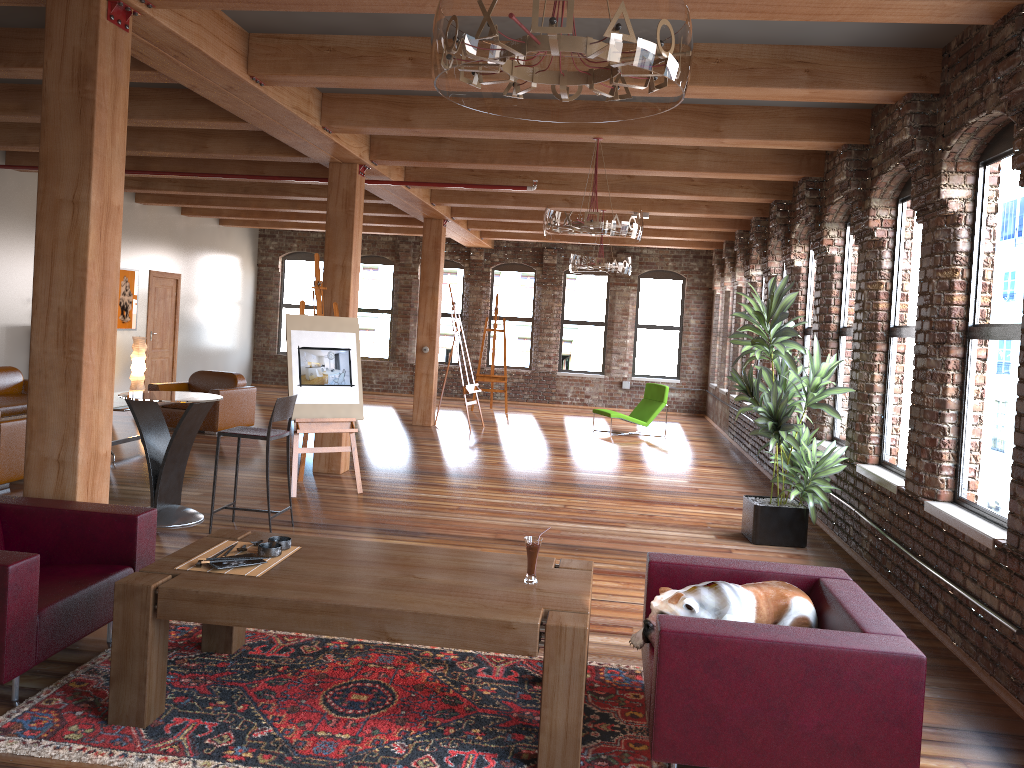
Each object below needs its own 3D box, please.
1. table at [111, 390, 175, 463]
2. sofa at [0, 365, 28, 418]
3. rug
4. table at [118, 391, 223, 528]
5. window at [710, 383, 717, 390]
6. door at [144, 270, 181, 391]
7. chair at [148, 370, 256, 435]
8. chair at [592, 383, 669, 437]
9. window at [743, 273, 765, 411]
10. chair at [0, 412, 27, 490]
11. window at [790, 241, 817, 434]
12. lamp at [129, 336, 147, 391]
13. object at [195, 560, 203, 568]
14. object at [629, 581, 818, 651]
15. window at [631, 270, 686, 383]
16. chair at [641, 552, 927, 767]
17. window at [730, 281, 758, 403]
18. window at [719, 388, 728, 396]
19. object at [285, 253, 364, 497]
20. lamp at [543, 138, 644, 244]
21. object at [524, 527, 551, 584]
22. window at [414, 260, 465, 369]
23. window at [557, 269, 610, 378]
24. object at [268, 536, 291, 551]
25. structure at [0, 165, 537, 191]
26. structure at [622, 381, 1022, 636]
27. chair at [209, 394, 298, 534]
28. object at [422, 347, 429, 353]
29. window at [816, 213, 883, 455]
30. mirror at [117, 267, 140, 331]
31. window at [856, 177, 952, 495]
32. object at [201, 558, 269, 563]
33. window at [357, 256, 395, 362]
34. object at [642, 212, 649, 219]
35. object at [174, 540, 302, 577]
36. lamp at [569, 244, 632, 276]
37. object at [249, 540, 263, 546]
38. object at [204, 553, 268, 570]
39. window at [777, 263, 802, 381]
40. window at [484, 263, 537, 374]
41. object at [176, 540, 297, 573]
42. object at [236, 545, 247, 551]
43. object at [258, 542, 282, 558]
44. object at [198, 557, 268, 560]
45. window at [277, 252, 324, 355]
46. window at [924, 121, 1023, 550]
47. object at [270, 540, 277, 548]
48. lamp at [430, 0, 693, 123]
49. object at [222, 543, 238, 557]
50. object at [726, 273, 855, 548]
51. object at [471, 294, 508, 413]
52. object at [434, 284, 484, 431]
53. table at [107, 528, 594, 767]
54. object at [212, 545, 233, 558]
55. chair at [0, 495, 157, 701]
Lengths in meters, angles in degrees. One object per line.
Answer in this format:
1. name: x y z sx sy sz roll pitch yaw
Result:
1. table: -4.077 0.435 9.440 0.940 0.559 1.873 4 4 6
2. sofa: -5.839 0.225 9.740 0.951 0.734 2.416 4 4 6
3. rug: -0.631 1.305 3.630 2.463 0.009 1.345 4 4 7
4. table: -2.534 0.546 6.535 0.723 0.923 0.721 5 3 31
5. window: 3.900 -1.023 16.427 0.232 2.213 0.969 3 2 6
6. door: -5.883 -0.807 14.745 0.226 2.118 1.031 3 2 6
7. chair: -4.021 0.213 11.512 1.065 0.734 0.831 4 3 16
8. chair: 1.820 0.379 13.696 0.955 0.795 0.682 2 2 -19
9. window: 3.397 -0.758 12.030 0.230 2.213 0.969 3 2 6
10. chair: -4.603 0.442 7.595 1.064 0.734 0.831 4 3 6
11. window: 3.066 -0.582 9.115 0.232 2.213 0.969 3 2 6
12. lamp: -5.429 -0.148 12.889 0.270 1.113 0.261 2 2 -39
13. object: -1.240 0.716 3.510 0.018 0.021 0.059 3 4 -7
14. object: 0.856 0.925 3.522 0.754 0.296 0.365 2 3 -22
15. window: 2.927 -1.160 17.652 0.969 2.216 0.219 4 1 6
16. chair: 0.961 1.113 3.449 0.866 0.592 1.072 4 3 6
17. window: 3.565 -0.845 13.484 0.233 2.213 0.969 3 2 6
18. window: 3.731 -0.933 14.943 0.231 2.213 0.969 3 2 6
19. object: -1.720 -0.121 8.015 0.701 2.138 0.686 2 2 -34
20. lamp: 0.670 -1.576 7.150 0.808 0.814 0.811 1 3 -41
21. object: 0.090 0.687 3.568 0.095 0.232 0.075 5 2 39
22. window: -1.461 -1.446 18.148 0.969 2.225 0.221 4 1 6
23. window: 1.452 -1.258 17.819 0.969 2.216 0.219 4 1 6
24. object: -1.011 0.695 3.854 0.099 0.043 0.099 6 4 32
25. structure: -3.108 -2.321 9.752 6.810 0.112 0.051 4 2 6
26. structure: 3.038 0.606 10.811 1.633 0.313 13.732 3 4 -1
27. chair: -1.842 0.562 6.366 0.467 0.981 0.430 4 2 6
28. object: -1.282 -0.507 13.125 0.095 0.095 0.061 4 2 6
29. window: 2.901 -0.493 7.656 0.235 2.213 0.969 3 2 6
30. mirror: -5.906 -1.291 13.530 0.025 0.951 0.695 3 2 6
31. window: 2.734 -0.405 6.199 0.235 2.213 0.969 3 2 6
32. object: -1.110 0.709 3.568 0.270 0.008 0.007 1 3 -28
33. window: -2.910 -1.576 18.379 0.969 2.167 0.086 4 1 6
34. object: 1.695 -2.184 11.442 0.145 0.072 0.147 4 3 6
35. object: -1.126 0.722 3.690 0.352 0.001 0.470 4 4 6
36. lamp: 1.163 -1.837 11.470 0.811 0.814 0.809 6 3 42
37. object: -1.120 0.698 3.881 0.059 0.021 0.018 0 4 -42
38. object: -1.117 0.720 3.573 0.213 0.018 0.154 0 5 -38
39. window: 3.234 -0.669 10.572 0.236 2.213 0.969 3 2 6
40. window: -0.008 -1.350 17.983 0.969 2.225 0.221 4 1 6
41. object: -1.127 0.722 3.691 0.332 0.003 0.471 4 4 6
42. object: -1.149 0.697 3.793 0.045 0.030 0.153 3 4 -9
43. object: -1.021 0.702 3.736 0.099 0.043 0.099 7 5 44
44. object: -1.129 0.706 3.589 0.270 0.008 0.007 2 3 -19
45. window: -4.390 -1.674 18.547 0.969 2.167 0.086 4 1 6
46. window: 2.568 -0.318 4.743 0.235 2.213 0.969 3 2 6
47. object: -1.005 0.678 3.710 0.045 0.079 0.138 2 3 -28
48. lamp: 0.169 -1.311 2.753 0.809 0.814 0.811 1 3 -43
49. object: -1.200 0.708 3.766 0.007 0.008 0.271 3 4 -4
50. object: 2.182 0.195 7.014 0.967 2.101 1.080 4 2 19
51. object: -0.335 -0.581 16.082 0.662 2.138 0.685 3 1 1
52. object: -0.777 -0.418 13.261 0.685 2.138 0.662 4 1 16
53. table: -0.568 1.036 3.626 1.751 0.549 0.901 4 3 6
54. object: -1.223 0.709 3.732 0.007 0.008 0.271 3 4 2
55. chair: -2.226 0.901 3.833 0.866 0.592 1.072 4 3 6
